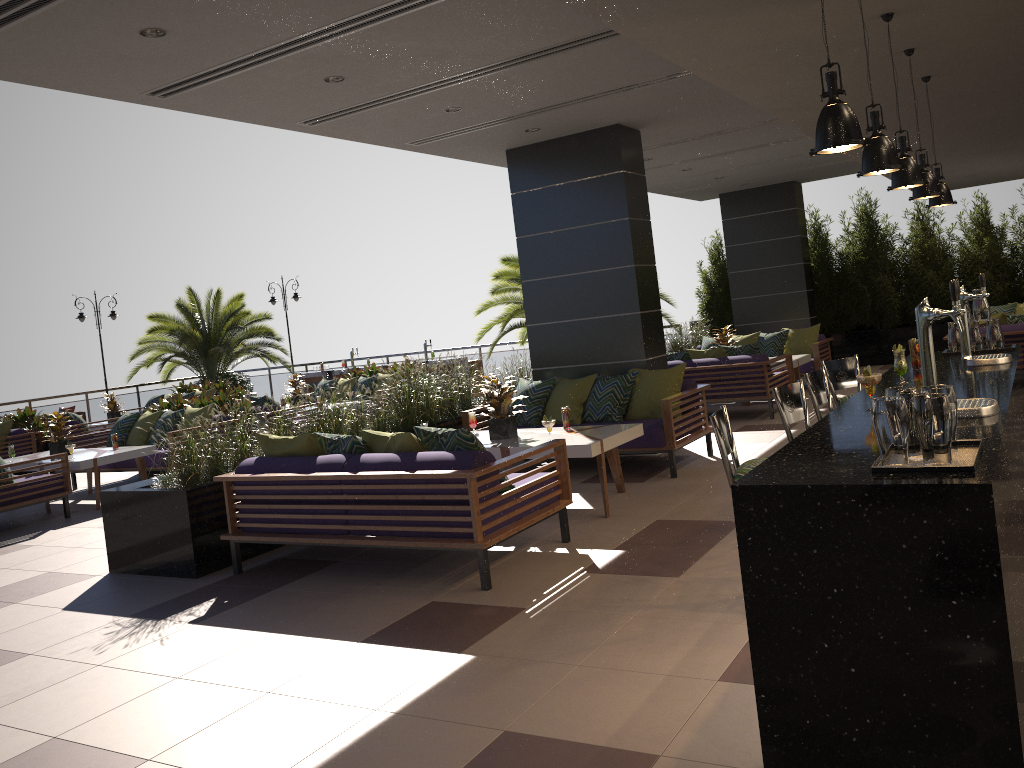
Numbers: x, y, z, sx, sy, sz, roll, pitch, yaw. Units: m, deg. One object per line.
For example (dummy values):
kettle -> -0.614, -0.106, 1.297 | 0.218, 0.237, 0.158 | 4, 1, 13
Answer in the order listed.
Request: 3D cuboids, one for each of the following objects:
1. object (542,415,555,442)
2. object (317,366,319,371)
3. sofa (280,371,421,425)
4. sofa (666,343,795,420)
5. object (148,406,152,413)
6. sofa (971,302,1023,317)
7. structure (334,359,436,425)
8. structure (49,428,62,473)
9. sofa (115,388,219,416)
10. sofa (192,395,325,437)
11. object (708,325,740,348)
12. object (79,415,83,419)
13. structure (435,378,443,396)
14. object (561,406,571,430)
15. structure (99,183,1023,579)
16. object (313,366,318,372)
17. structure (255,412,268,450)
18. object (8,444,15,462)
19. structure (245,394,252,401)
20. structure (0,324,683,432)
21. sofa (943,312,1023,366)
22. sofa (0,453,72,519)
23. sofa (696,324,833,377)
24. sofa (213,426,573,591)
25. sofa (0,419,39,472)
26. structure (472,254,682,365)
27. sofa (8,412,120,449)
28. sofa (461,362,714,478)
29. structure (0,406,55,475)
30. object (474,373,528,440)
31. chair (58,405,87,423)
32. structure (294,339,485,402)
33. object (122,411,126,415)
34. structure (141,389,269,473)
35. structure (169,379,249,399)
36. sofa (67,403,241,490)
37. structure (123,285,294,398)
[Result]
object -> 0.280, 0.329, 6.631 | 0.106, 0.197, 0.105 | -8, 1, -31
object -> -4.355, -0.299, 19.971 | 0.105, 0.209, 0.105 | -7, 1, 6
sofa -> -2.634, 0.321, 14.538 | 2.120, 0.919, 1.124 | -5, 3, 31
sofa -> 2.359, -0.040, 11.193 | 2.120, 0.919, 1.124 | -5, 3, 31
object -> -6.465, 0.483, 15.856 | 0.068, 0.211, 0.069 | -7, 1, 19
sofa -> 7.721, -0.789, 12.796 | 2.120, 0.919, 1.124 | -5, 3, 31
structure -> -2.219, 0.195, 15.243 | 2.244, 1.171, 0.740 | -5, 2, 33
structure -> -7.001, 1.011, 13.634 | 0.100, 0.700, 0.181 | -6, 1, 31
sofa -> -6.443, 0.614, 16.840 | 2.120, 0.919, 1.124 | -5, 3, 31
sofa -> -3.819, 0.599, 12.558 | 2.120, 0.919, 1.124 | -5, 3, 31
object -> 2.979, -0.552, 12.317 | 0.426, 0.526, 0.429 | -8, 2, -42
object -> -7.724, 0.648, 15.859 | 0.068, 0.181, 0.069 | -6, 1, 19
structure -> -1.189, 0.250, 14.659 | 0.100, 0.700, 0.181 | -6, 1, 31
object -> 0.443, 0.274, 7.192 | 0.067, 0.189, 0.084 | -7, 1, -34
structure -> 0.630, -0.529, 5.166 | 7.795, 3.119, 24.834 | -5, 4, 31
object -> -4.408, -0.286, 19.869 | 0.105, 0.209, 0.105 | -7, 1, 6
structure -> -3.176, 0.717, 11.321 | 0.100, 0.700, 0.181 | -6, 1, 31
object -> -5.802, 0.793, 10.263 | 0.068, 0.211, 0.069 | -7, 1, 19
structure -> -5.013, 0.544, 16.971 | 0.100, 0.700, 0.181 | -6, 1, 31
structure -> -6.364, 0.806, 12.888 | 12.882, 1.058, 17.578 | -4, 5, 31
sofa -> 6.410, -0.480, 10.594 | 2.120, 0.919, 1.124 | -5, 3, 31
sofa -> -5.755, 1.057, 9.275 | 2.120, 0.919, 1.124 | -5, 3, 31
sofa -> 3.670, -0.349, 13.394 | 2.120, 0.919, 1.124 | -5, 3, 31
sofa -> -0.797, 0.703, 5.893 | 2.120, 0.919, 1.124 | -5, 3, 31
sofa -> -8.379, 1.072, 13.557 | 2.120, 0.919, 1.124 | -5, 3, 31
structure -> 1.110, -1.444, 16.315 | 3.808, 3.301, 3.750 | -7, 3, -16
sofa -> -7.634, 0.893, 14.864 | 2.120, 0.919, 1.124 | -5, 3, 31
sofa -> 0.708, 0.348, 8.420 | 2.120, 0.919, 1.124 | -5, 3, 31
structure -> -8.075, 0.960, 14.239 | 2.242, 1.171, 0.717 | -5, 2, 28
object -> -0.108, 0.175, 7.130 | 0.429, 0.526, 0.427 | -5, 3, 43
chair -> -9.589, 0.900, 18.827 | 0.712, 0.815, 0.717 | -6, 2, 31
structure -> -2.703, -0.172, 18.760 | 4.389, 1.327, 0.808 | -5, 2, 31
object -> -6.684, 0.561, 15.268 | 0.067, 0.189, 0.084 | -7, 1, -29
structure -> -4.196, 0.661, 11.916 | 2.412, 1.172, 0.703 | -5, 2, 33
structure -> -6.083, 0.495, 17.539 | 2.244, 1.171, 0.740 | -5, 2, 33
sofa -> -4.563, 0.778, 11.251 | 2.120, 0.919, 1.124 | -5, 3, 31
structure -> -7.254, -0.796, 21.303 | 3.800, 3.301, 3.758 | -7, 2, -1
